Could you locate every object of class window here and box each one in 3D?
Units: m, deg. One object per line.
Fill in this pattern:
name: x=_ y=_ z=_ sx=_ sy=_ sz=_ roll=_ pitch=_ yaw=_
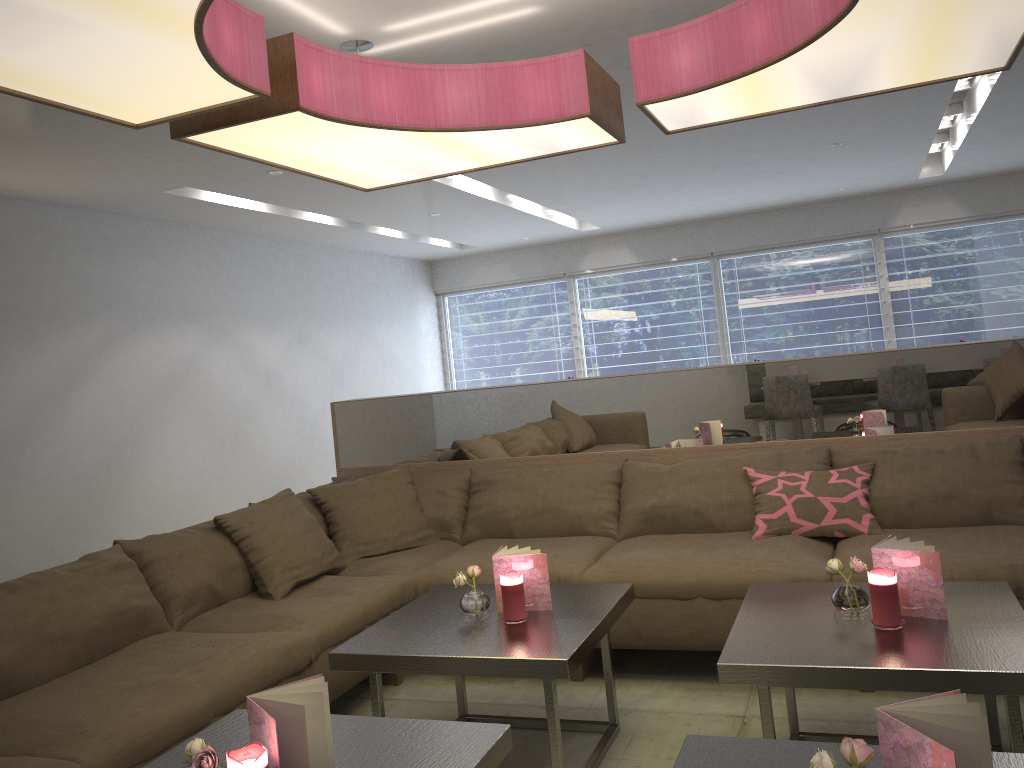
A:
window: x=2.444 y=-0.478 z=10.160 sx=7.080 sy=2.080 sz=0.158 roll=-5 pitch=-3 yaw=21

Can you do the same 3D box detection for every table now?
table: x=-0.034 y=0.856 z=2.477 sx=0.655 sy=0.413 sz=0.658 roll=-6 pitch=0 yaw=21
table: x=0.522 y=0.832 z=1.168 sx=0.655 sy=0.413 sz=0.658 roll=-6 pitch=0 yaw=21
table: x=-0.405 y=0.919 z=1.529 sx=0.655 sy=0.413 sz=0.658 roll=-6 pitch=0 yaw=21
table: x=0.893 y=0.770 z=2.115 sx=0.655 sy=0.413 sz=0.658 roll=-6 pitch=0 yaw=21

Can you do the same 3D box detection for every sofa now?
sofa: x=0.325 y=0.697 z=2.135 sx=3.754 sy=0.677 sz=3.184 roll=-5 pitch=1 yaw=21

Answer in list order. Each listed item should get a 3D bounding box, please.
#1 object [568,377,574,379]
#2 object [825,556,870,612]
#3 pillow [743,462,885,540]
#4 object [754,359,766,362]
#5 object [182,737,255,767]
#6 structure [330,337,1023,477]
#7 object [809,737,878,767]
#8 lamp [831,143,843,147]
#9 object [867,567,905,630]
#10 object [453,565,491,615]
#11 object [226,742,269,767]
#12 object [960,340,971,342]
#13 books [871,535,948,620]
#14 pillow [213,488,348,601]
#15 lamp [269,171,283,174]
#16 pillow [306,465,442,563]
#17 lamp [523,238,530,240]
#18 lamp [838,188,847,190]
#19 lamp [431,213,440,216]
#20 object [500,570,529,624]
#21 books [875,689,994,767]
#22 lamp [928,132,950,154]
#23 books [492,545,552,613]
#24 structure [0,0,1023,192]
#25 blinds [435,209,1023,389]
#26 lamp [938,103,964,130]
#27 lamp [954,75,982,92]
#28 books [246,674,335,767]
object: x=0.619 y=0.062 z=8.720 sx=0.103 sy=0.277 sz=0.154 roll=-7 pitch=-2 yaw=19
object: x=0.845 y=0.499 z=2.228 sx=0.092 sy=0.132 sz=0.102 roll=-6 pitch=-1 yaw=-14
pillow: x=1.074 y=0.421 z=3.161 sx=0.462 sy=0.253 sz=0.180 roll=-6 pitch=-1 yaw=17
object: x=2.281 y=-0.094 z=8.072 sx=0.103 sy=0.277 sz=0.154 roll=-7 pitch=-2 yaw=19
object: x=-0.474 y=0.658 z=1.461 sx=0.095 sy=0.126 sz=0.192 roll=-5 pitch=-1 yaw=-37
structure: x=0.944 y=0.424 z=3.739 sx=3.761 sy=1.012 sz=0.224 roll=-5 pitch=-2 yaw=21
object: x=0.470 y=0.565 z=1.220 sx=0.106 sy=0.129 sz=0.095 roll=-5 pitch=-2 yaw=-19
lamp: x=2.467 y=-1.815 z=6.708 sx=0.089 sy=0.007 sz=0.088 roll=-7 pitch=2 yaw=-24
object: x=0.873 y=0.501 z=2.070 sx=0.075 sy=0.129 sz=0.075 roll=-6 pitch=-2 yaw=-6
object: x=-0.115 y=0.592 z=2.550 sx=0.100 sy=0.130 sz=0.095 roll=-6 pitch=-1 yaw=5
object: x=-0.419 y=0.651 z=1.415 sx=0.076 sy=0.129 sz=0.075 roll=-5 pitch=-2 yaw=-16
object: x=3.847 y=-0.240 z=7.462 sx=0.103 sy=0.277 sz=0.154 roll=-7 pitch=-2 yaw=19
books: x=0.997 y=0.474 z=2.170 sx=0.157 sy=0.165 sz=0.143 roll=-7 pitch=-1 yaw=41
pillow: x=-0.848 y=0.585 z=3.264 sx=0.311 sy=0.340 sz=0.494 roll=-6 pitch=0 yaw=16
lamp: x=-1.539 y=-1.378 z=5.761 sx=0.089 sy=0.007 sz=0.088 roll=-7 pitch=2 yaw=-24
pillow: x=-0.570 y=0.548 z=3.677 sx=0.504 sy=0.358 sz=0.296 roll=-6 pitch=-1 yaw=-36
lamp: x=0.165 y=-1.663 z=10.114 sx=0.089 sy=0.007 sz=0.088 roll=-7 pitch=2 yaw=-24
lamp: x=3.319 y=-1.958 z=8.885 sx=0.089 sy=0.007 sz=0.088 roll=-7 pitch=2 yaw=-24
lamp: x=-0.687 y=-1.520 z=7.938 sx=0.089 sy=0.007 sz=0.088 roll=-7 pitch=2 yaw=-24
object: x=0.004 y=0.582 z=2.420 sx=0.075 sy=0.129 sz=0.075 roll=-6 pitch=-2 yaw=-6
books: x=0.614 y=0.538 z=1.200 sx=0.143 sy=0.165 sz=0.157 roll=-6 pitch=-1 yaw=-14
lamp: x=3.877 y=-2.202 z=8.140 sx=0.226 sy=0.101 sz=0.488 roll=-6 pitch=1 yaw=22
books: x=0.020 y=0.565 z=2.531 sx=0.143 sy=0.165 sz=0.257 roll=-6 pitch=0 yaw=-15
structure: x=0.025 y=-1.154 z=2.209 sx=2.434 sy=0.620 sz=2.450 roll=-5 pitch=1 yaw=21
blinds: x=2.393 y=-0.497 z=10.068 sx=7.074 sy=2.051 sz=0.045 roll=-5 pitch=-3 yaw=21
lamp: x=3.472 y=-2.134 z=7.103 sx=0.226 sy=0.101 sz=0.488 roll=-6 pitch=1 yaw=22
lamp: x=3.012 y=-2.057 z=5.929 sx=0.226 sy=0.101 sz=0.488 roll=-6 pitch=1 yaw=22
books: x=-0.364 y=0.630 z=1.550 sx=0.143 sy=0.165 sz=0.157 roll=-5 pitch=-1 yaw=-34
